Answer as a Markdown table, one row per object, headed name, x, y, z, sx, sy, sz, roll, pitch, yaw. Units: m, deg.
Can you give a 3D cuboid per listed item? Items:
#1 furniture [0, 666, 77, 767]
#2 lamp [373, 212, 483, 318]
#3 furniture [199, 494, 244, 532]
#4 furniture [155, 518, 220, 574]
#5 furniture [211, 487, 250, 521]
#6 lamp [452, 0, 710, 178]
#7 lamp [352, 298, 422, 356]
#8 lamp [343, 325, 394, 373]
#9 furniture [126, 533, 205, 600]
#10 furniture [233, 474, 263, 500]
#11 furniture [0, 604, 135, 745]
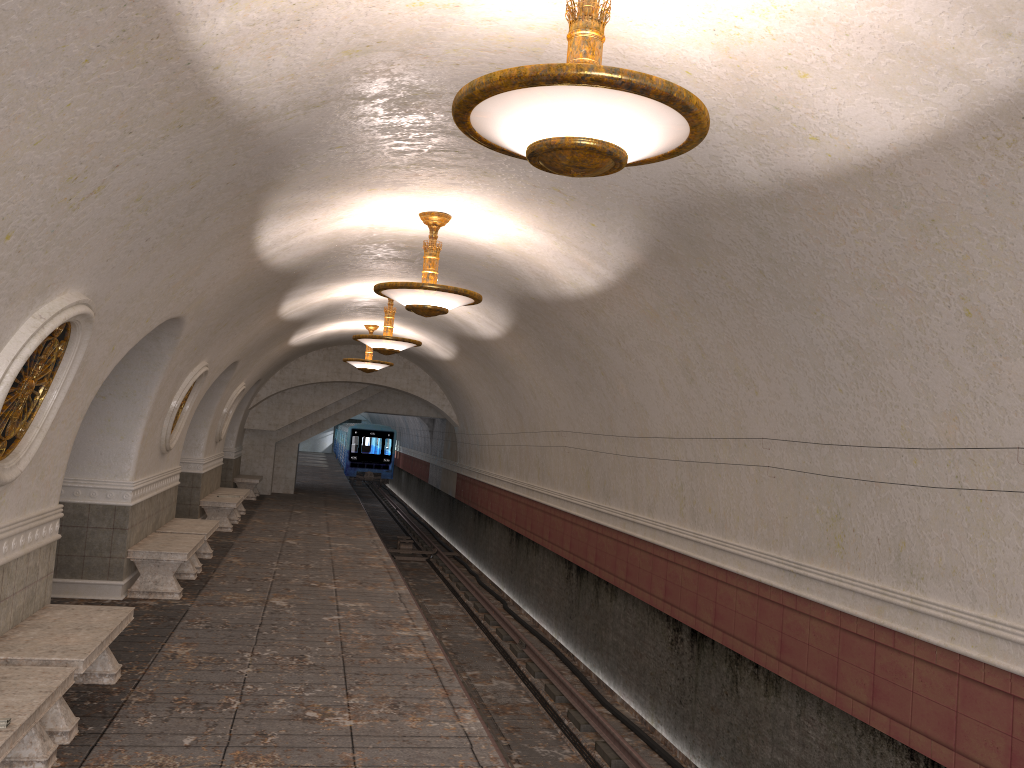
| name | x | y | z | sx | sy | sz | roll | pitch | yaw |
| --- | --- | --- | --- | --- | --- | --- | --- | --- | --- |
| furniture | -2.637 | 1.806 | 4.239 | 0.613 | 0.508 | 1.509 | 5 | -4 | -12 |
| lamp | -0.754 | -1.089 | 8.225 | 1.008 | 0.955 | 1.008 | 4 | -3 | 4 |
| furniture | -5.220 | 2.304 | 15.930 | 0.613 | 0.508 | 1.509 | 5 | -4 | -12 |
| furniture | -4.297 | 2.126 | 11.753 | 0.613 | 0.508 | 1.509 | 5 | -4 | -12 |
| furniture | -5.583 | 2.374 | 17.570 | 0.613 | 0.508 | 1.509 | 5 | -4 | -12 |
| lamp | 0.287 | -1.290 | 3.513 | 1.008 | 0.955 | 1.008 | 7 | -4 | -28 |
| lamp | -1.795 | -0.888 | 12.936 | 1.008 | 0.955 | 1.008 | 4 | -3 | 4 |
| lamp | -2.836 | -0.687 | 17.648 | 1.008 | 0.955 | 1.008 | 2 | -4 | 34 |
| furniture | -3.935 | 2.056 | 10.113 | 0.613 | 0.508 | 1.509 | 5 | -4 | -12 |
| furniture | -6.579 | 2.567 | 22.079 | 0.613 | 0.508 | 1.509 | 5 | -4 | -12 |
| furniture | -2.999 | 1.876 | 5.879 | 0.613 | 0.508 | 1.509 | 5 | -4 | -12 |
